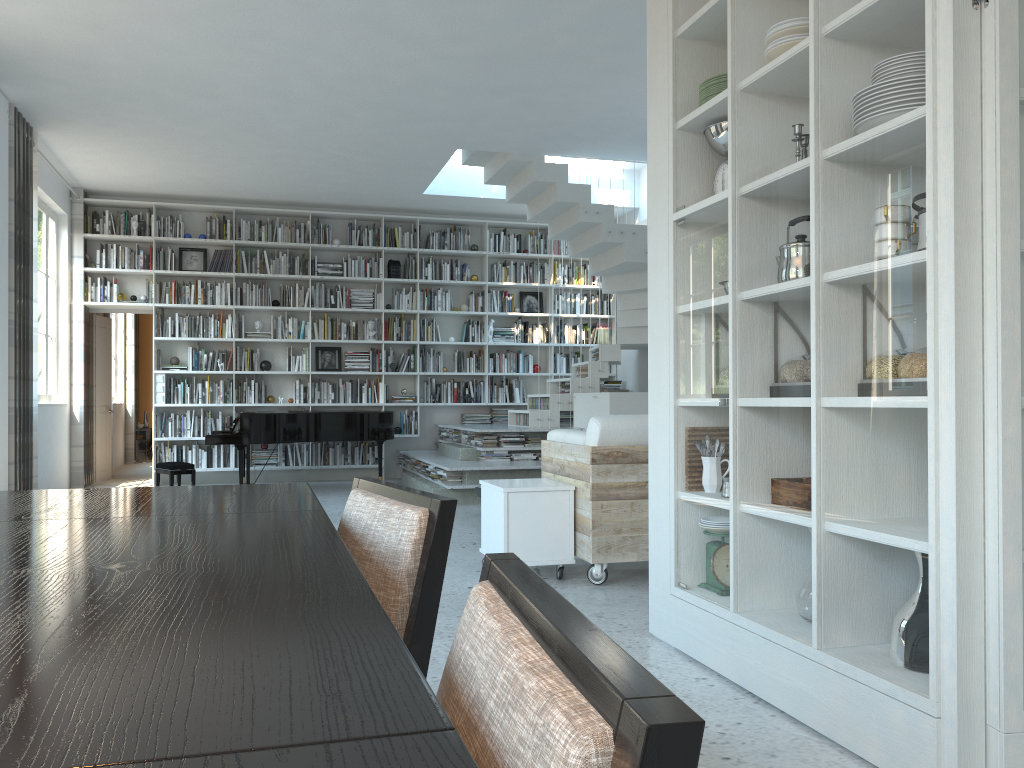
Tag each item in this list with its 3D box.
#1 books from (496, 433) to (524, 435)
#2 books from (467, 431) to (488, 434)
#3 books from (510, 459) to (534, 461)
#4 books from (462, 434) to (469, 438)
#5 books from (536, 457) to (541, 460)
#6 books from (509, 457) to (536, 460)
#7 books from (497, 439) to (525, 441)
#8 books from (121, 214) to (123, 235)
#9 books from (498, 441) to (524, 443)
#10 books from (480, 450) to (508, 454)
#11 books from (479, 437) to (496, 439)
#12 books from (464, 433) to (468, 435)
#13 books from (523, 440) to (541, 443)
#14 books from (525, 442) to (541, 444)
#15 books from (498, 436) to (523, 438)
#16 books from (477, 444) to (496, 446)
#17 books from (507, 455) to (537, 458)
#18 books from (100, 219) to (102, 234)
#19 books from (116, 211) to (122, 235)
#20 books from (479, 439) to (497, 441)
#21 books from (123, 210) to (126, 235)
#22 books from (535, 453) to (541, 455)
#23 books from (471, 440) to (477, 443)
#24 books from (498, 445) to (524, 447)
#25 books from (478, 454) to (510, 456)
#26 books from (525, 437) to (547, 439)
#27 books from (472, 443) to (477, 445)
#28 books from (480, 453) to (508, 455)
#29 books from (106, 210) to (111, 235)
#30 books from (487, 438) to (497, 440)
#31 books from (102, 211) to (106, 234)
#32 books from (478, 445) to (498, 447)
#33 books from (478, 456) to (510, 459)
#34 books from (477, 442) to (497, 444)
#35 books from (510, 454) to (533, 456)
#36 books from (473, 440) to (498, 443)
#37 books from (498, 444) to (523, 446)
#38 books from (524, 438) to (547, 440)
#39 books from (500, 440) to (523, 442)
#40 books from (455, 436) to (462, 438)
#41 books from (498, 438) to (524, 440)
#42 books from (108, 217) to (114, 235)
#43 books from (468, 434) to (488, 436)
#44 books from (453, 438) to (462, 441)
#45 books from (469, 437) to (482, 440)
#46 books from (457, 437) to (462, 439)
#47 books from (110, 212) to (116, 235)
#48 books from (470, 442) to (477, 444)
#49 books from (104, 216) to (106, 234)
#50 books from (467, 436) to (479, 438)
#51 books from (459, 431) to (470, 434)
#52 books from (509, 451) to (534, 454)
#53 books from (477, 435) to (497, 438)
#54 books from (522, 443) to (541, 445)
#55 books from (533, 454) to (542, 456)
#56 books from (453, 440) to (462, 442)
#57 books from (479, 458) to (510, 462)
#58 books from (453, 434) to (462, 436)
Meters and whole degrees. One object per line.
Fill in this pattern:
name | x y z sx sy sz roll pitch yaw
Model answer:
books | -0.019 0.506 8.918 0.261 0.016 0.128 0 -1 -17
books | -0.354 0.498 9.195 0.189 0.022 0.237 0 -1 -11
books | 0.094 0.750 8.810 0.208 0.015 0.152 0 -1 -18
books | -0.424 0.557 9.492 0.174 0.029 0.250 0 -1 -18
books | 0.372 0.740 8.873 0.250 0.018 0.177 0 -1 -13
books | 0.098 0.732 8.796 0.232 0.019 0.169 0 -1 -21
books | -0.015 0.559 8.901 0.260 0.009 0.153 0 -1 -13
books | -4.321 -1.742 9.847 0.030 0.257 0.130 0 -1 -16
books | -0.011 0.582 8.888 0.215 0.013 0.189 0 -1 -17
books | -0.177 0.667 8.725 0.234 0.025 0.157 0 -1 -21
books | -0.246 0.542 8.937 0.132 0.009 0.269 0 -1 -12
books | -0.415 0.534 9.495 0.145 0.017 0.208 0 -1 -21
books | 0.261 0.580 8.956 0.273 0.014 0.187 0 -1 -21
books | 0.257 0.595 8.971 0.214 0.015 0.177 0 -1 -15
books | -0.016 0.531 8.905 0.221 0.018 0.154 0 -1 -15
books | -0.258 0.610 8.933 0.161 0.014 0.212 0 -1 -12
books | 0.095 0.717 8.806 0.272 0.012 0.158 0 -1 -18
books | -4.521 -1.711 9.789 0.031 0.195 0.145 0 -1 -16
books | -4.349 -1.755 9.820 0.039 0.282 0.181 0 -1 -16
books | -0.242 0.563 8.938 0.137 0.012 0.242 0 -1 -15
books | -4.295 -1.765 9.839 0.014 0.304 0.145 0 -1 -16
books | 0.363 0.695 8.878 0.275 0.009 0.176 0 -1 -16
books | -0.329 0.592 9.201 0.155 0.028 0.189 0 -1 -15
books | -0.012 0.620 8.892 0.216 0.015 0.177 0 -1 -18
books | -0.177 0.696 8.726 0.292 0.012 0.159 0 -1 -13
books | 0.258 0.544 8.966 0.203 0.011 0.173 0 -1 -21
books | -0.331 0.623 9.200 0.142 0.020 0.230 0 -1 -11
books | -0.181 0.685 8.738 0.257 0.010 0.132 0 -1 -12
books | -4.455 -1.755 9.789 0.028 0.283 0.189 0 -1 -16
books | -0.221 0.552 8.944 0.091 0.011 0.190 0 -1 -18
books | -4.497 -1.754 9.779 0.010 0.281 0.160 0 -1 -16
books | -0.243 0.621 8.937 0.144 0.009 0.249 0 -1 -16
books | -0.178 0.722 8.728 0.285 0.008 0.159 0 -1 -18
books | -0.252 0.596 8.935 0.152 0.015 0.208 0 -1 -19
books | 0.092 0.702 8.817 0.211 0.018 0.134 0 -1 -13
books | -0.265 0.576 8.931 0.184 0.014 0.297 0 -1 -17
books | -0.016 0.607 8.906 0.227 0.013 0.148 0 -1 -18
books | 0.256 0.556 8.973 0.245 0.013 0.172 0 -1 -17
books | -0.014 0.570 8.898 0.210 0.012 0.168 0 -1 -15
books | -0.536 0.587 9.914 0.159 0.018 0.203 0 -1 -18
books | -0.009 0.547 8.881 0.230 0.015 0.190 0 -1 -11
books | -4.425 -1.717 9.788 0.030 0.206 0.175 0 -1 -16
books | -0.341 0.531 9.198 0.168 0.013 0.281 0 -1 -19
books | -0.545 0.620 9.911 0.178 0.014 0.247 0 -1 -18
books | -0.338 0.565 9.199 0.177 0.026 0.230 0 -1 -16
books | -0.524 0.605 9.917 0.138 0.017 0.237 0 -1 -17
books | -4.391 -1.745 9.791 0.057 0.262 0.190 0 -1 -16
books | -0.334 0.610 9.199 0.154 0.007 0.292 0 -1 -13
books | -4.483 -1.727 9.792 0.024 0.227 0.157 0 -1 -16
books | -0.343 0.547 9.198 0.187 0.009 0.250 0 -1 -16
books | -0.437 0.518 9.489 0.192 0.014 0.256 0 -1 -20
books | 0.093 0.681 8.814 0.220 0.013 0.149 0 -1 -17
books | -0.250 0.530 8.936 0.149 0.014 0.228 0 -1 -18
books | 0.252 0.610 8.986 0.293 0.014 0.134 0 -1 -19
books | 0.372 0.708 8.871 0.287 0.018 0.190 0 -1 -17
books | -0.552 0.632 9.909 0.182 0.011 0.253 0 -1 -12
books | -0.172 0.744 8.709 0.262 0.023 0.200 0 -1 -18
books | -0.544 0.570 9.912 0.179 0.017 0.293 0 -1 -15
